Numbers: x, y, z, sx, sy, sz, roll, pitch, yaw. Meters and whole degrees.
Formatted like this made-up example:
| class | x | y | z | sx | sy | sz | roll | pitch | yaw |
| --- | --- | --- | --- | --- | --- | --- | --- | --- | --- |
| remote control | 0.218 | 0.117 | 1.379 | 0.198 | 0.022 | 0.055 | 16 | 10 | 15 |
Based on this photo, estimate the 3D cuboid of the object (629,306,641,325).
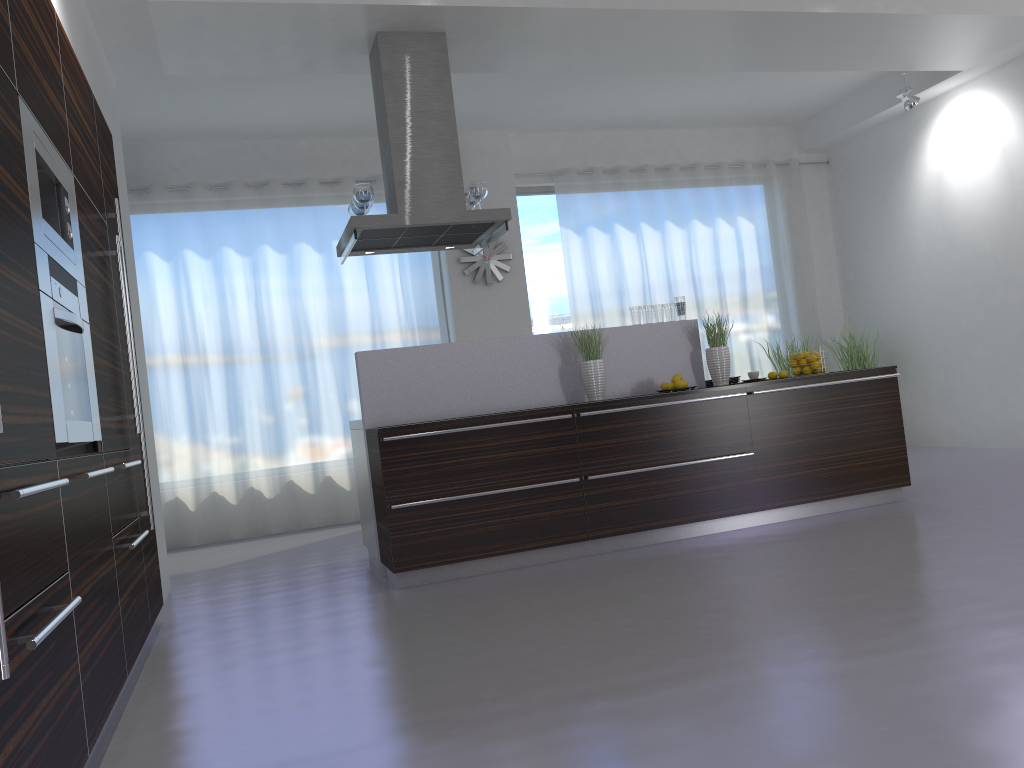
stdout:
| class | x | y | z | sx | sy | sz | roll | pitch | yaw |
| --- | --- | --- | --- | --- | --- | --- | --- | --- | --- |
| object | 0.790 | -0.433 | 5.661 | 0.071 | 0.119 | 0.072 | -8 | -1 | 33 |

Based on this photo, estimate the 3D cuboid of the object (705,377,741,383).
| class | x | y | z | sx | sy | sz | roll | pitch | yaw |
| --- | --- | --- | --- | --- | --- | --- | --- | --- | --- |
| object | 1.416 | -0.019 | 6.015 | 0.232 | 0.020 | 0.232 | -6 | -1 | -13 |

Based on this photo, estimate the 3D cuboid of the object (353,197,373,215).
| class | x | y | z | sx | sy | sz | roll | pitch | yaw |
| --- | --- | --- | --- | --- | --- | --- | --- | --- | --- |
| object | -0.924 | -1.089 | 5.553 | 0.125 | 0.221 | 0.125 | -7 | -1 | 8 |

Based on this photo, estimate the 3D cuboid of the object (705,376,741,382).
| class | x | y | z | sx | sy | sz | roll | pitch | yaw |
| --- | --- | --- | --- | --- | --- | --- | --- | --- | --- |
| object | 1.223 | -0.069 | 6.043 | 0.646 | 0.147 | 0.269 | -7 | -1 | 8 |

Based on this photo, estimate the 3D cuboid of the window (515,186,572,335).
| class | x | y | z | sx | sy | sz | roll | pitch | yaw |
| --- | --- | --- | --- | --- | --- | --- | --- | --- | --- |
| window | 1.512 | -0.841 | 9.161 | 3.000 | 2.500 | 0.100 | -6 | -1 | -17 |

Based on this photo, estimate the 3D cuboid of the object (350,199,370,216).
| class | x | y | z | sx | sy | sz | roll | pitch | yaw |
| --- | --- | --- | --- | --- | --- | --- | --- | --- | --- |
| object | -0.970 | -1.081 | 5.704 | 0.125 | 0.221 | 0.125 | -7 | -1 | 8 |

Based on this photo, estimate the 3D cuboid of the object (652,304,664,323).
| class | x | y | z | sx | sy | sz | roll | pitch | yaw |
| --- | --- | --- | --- | --- | --- | --- | --- | --- | --- |
| object | 0.944 | -0.450 | 5.708 | 0.072 | 0.119 | 0.071 | -7 | -1 | 23 |

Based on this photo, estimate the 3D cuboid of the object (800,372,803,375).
| class | x | y | z | sx | sy | sz | roll | pitch | yaw |
| --- | --- | --- | --- | --- | --- | --- | --- | --- | --- |
| object | 1.829 | -0.077 | 5.682 | 0.061 | 0.053 | 0.053 | -7 | -1 | 26 |

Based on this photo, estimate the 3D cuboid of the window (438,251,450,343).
| class | x | y | z | sx | sy | sz | roll | pitch | yaw |
| --- | --- | --- | --- | --- | --- | --- | --- | --- | --- |
| window | -2.054 | -0.441 | 8.074 | 3.000 | 2.500 | 0.100 | -6 | -1 | -17 |

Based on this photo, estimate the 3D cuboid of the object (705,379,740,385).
| class | x | y | z | sx | sy | sz | roll | pitch | yaw |
| --- | --- | --- | --- | --- | --- | --- | --- | --- | --- |
| object | 1.417 | -0.009 | 6.015 | 0.232 | 0.020 | 0.232 | -7 | -1 | -8 |

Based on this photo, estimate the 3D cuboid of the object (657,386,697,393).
| class | x | y | z | sx | sy | sz | roll | pitch | yaw |
| --- | --- | --- | --- | --- | --- | --- | --- | --- | --- |
| object | 1.007 | 0.036 | 5.425 | 0.232 | 0.020 | 0.232 | -7 | -1 | -8 |

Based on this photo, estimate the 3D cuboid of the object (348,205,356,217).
| class | x | y | z | sx | sy | sz | roll | pitch | yaw |
| --- | --- | --- | --- | --- | --- | --- | --- | --- | --- |
| object | -1.012 | -1.073 | 5.845 | 0.125 | 0.221 | 0.125 | -7 | -1 | 8 |

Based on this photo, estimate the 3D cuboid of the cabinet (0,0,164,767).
| class | x | y | z | sx | sy | sz | roll | pitch | yaw |
| --- | --- | --- | --- | --- | --- | --- | --- | --- | --- |
| cabinet | -1.649 | -0.094 | 2.690 | 0.669 | 2.500 | 3.600 | -6 | -1 | -17 |

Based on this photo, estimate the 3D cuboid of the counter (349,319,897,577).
| class | x | y | z | sx | sy | sz | roll | pitch | yaw |
| --- | --- | --- | --- | --- | --- | --- | --- | --- | --- |
| counter | 0.698 | 0.294 | 5.726 | 3.291 | 1.300 | 1.302 | -6 | -1 | -17 |

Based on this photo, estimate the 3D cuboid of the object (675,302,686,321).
| class | x | y | z | sx | sy | sz | roll | pitch | yaw |
| --- | --- | --- | --- | --- | --- | --- | --- | --- | --- |
| object | 1.097 | -0.467 | 5.755 | 0.072 | 0.119 | 0.071 | -7 | -1 | 23 |

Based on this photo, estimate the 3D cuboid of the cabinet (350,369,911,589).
| class | x | y | z | sx | sy | sz | roll | pitch | yaw |
| --- | --- | --- | --- | --- | --- | --- | --- | --- | --- |
| cabinet | 0.725 | 0.516 | 5.710 | 3.285 | 0.852 | 1.377 | -6 | -1 | -17 |

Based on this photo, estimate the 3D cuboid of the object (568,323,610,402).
| class | x | y | z | sx | sy | sz | roll | pitch | yaw |
| --- | --- | --- | --- | --- | --- | --- | --- | --- | --- |
| object | 0.482 | -0.147 | 5.345 | 0.269 | 0.502 | 0.247 | -6 | -1 | -17 |

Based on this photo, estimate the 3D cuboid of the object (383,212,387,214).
| class | x | y | z | sx | sy | sz | roll | pitch | yaw |
| --- | --- | --- | --- | --- | --- | --- | --- | --- | --- |
| object | -0.803 | -1.071 | 6.014 | 0.137 | 0.174 | 0.137 | -8 | -1 | 38 |

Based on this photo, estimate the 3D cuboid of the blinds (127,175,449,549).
| class | x | y | z | sx | sy | sz | roll | pitch | yaw |
| --- | --- | --- | --- | --- | --- | --- | --- | --- | --- |
| blinds | -2.124 | -0.250 | 7.809 | 3.245 | 3.112 | 0.120 | -6 | -1 | -17 |

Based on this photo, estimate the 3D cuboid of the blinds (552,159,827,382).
| class | x | y | z | sx | sy | sz | roll | pitch | yaw |
| --- | --- | --- | --- | --- | --- | --- | --- | --- | --- |
| blinds | 1.935 | -0.705 | 9.045 | 2.830 | 3.112 | 0.120 | -6 | -1 | -17 |

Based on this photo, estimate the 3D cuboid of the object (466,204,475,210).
| class | x | y | z | sx | sy | sz | roll | pitch | yaw |
| --- | --- | --- | --- | --- | --- | --- | --- | --- | --- |
| object | -0.295 | -1.156 | 5.923 | 0.125 | 0.221 | 0.125 | -7 | -1 | 8 |

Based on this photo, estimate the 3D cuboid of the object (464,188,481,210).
| class | x | y | z | sx | sy | sz | roll | pitch | yaw |
| --- | --- | --- | --- | --- | --- | --- | --- | --- | --- |
| object | -0.253 | -1.164 | 5.782 | 0.125 | 0.221 | 0.125 | -7 | -1 | 8 |

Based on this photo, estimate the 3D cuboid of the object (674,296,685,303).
| class | x | y | z | sx | sy | sz | roll | pitch | yaw |
| --- | --- | --- | --- | --- | --- | --- | --- | --- | --- |
| object | 1.093 | -0.506 | 5.756 | 0.072 | 0.119 | 0.071 | -7 | -1 | 23 |

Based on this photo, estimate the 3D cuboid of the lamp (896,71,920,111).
| class | x | y | z | sx | sy | sz | roll | pitch | yaw |
| --- | --- | --- | --- | --- | --- | --- | --- | --- | --- |
| lamp | 3.385 | -2.599 | 7.619 | 0.185 | 0.511 | 0.150 | -6 | -1 | -17 |

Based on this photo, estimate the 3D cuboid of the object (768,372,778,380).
| class | x | y | z | sx | sy | sz | roll | pitch | yaw |
| --- | --- | --- | --- | --- | --- | --- | --- | --- | --- |
| object | 1.645 | -0.052 | 5.593 | 0.063 | 0.051 | 0.053 | -8 | -2 | 42 |

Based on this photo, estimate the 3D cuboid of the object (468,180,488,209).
| class | x | y | z | sx | sy | sz | roll | pitch | yaw |
| --- | --- | --- | --- | --- | --- | --- | --- | --- | --- |
| object | -0.207 | -1.172 | 5.631 | 0.125 | 0.221 | 0.125 | -7 | -1 | 8 |

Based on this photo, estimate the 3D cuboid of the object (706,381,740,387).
| class | x | y | z | sx | sy | sz | roll | pitch | yaw |
| --- | --- | --- | --- | --- | --- | --- | --- | --- | --- |
| object | 1.419 | 0.001 | 6.015 | 0.232 | 0.020 | 0.232 | -7 | -1 | -8 |

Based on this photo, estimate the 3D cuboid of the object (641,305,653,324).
| class | x | y | z | sx | sy | sz | roll | pitch | yaw |
| --- | --- | --- | --- | --- | --- | --- | --- | --- | --- |
| object | 0.867 | -0.442 | 5.685 | 0.072 | 0.119 | 0.071 | -7 | -1 | 23 |

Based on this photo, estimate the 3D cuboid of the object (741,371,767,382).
| class | x | y | z | sx | sy | sz | roll | pitch | yaw |
| --- | --- | --- | --- | --- | --- | --- | --- | --- | --- |
| object | 1.665 | -0.050 | 6.103 | 0.153 | 0.069 | 0.153 | -6 | -2 | -43 |

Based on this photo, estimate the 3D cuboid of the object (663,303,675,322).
| class | x | y | z | sx | sy | sz | roll | pitch | yaw |
| --- | --- | --- | --- | --- | --- | --- | --- | --- | --- |
| object | 1.020 | -0.459 | 5.731 | 0.072 | 0.119 | 0.071 | -7 | -1 | 23 |

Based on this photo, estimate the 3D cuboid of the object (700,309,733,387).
| class | x | y | z | sx | sy | sz | roll | pitch | yaw |
| --- | --- | --- | --- | --- | --- | --- | --- | --- | --- |
| object | 1.321 | -0.240 | 5.626 | 0.247 | 0.502 | 0.269 | -7 | -1 | 26 |
